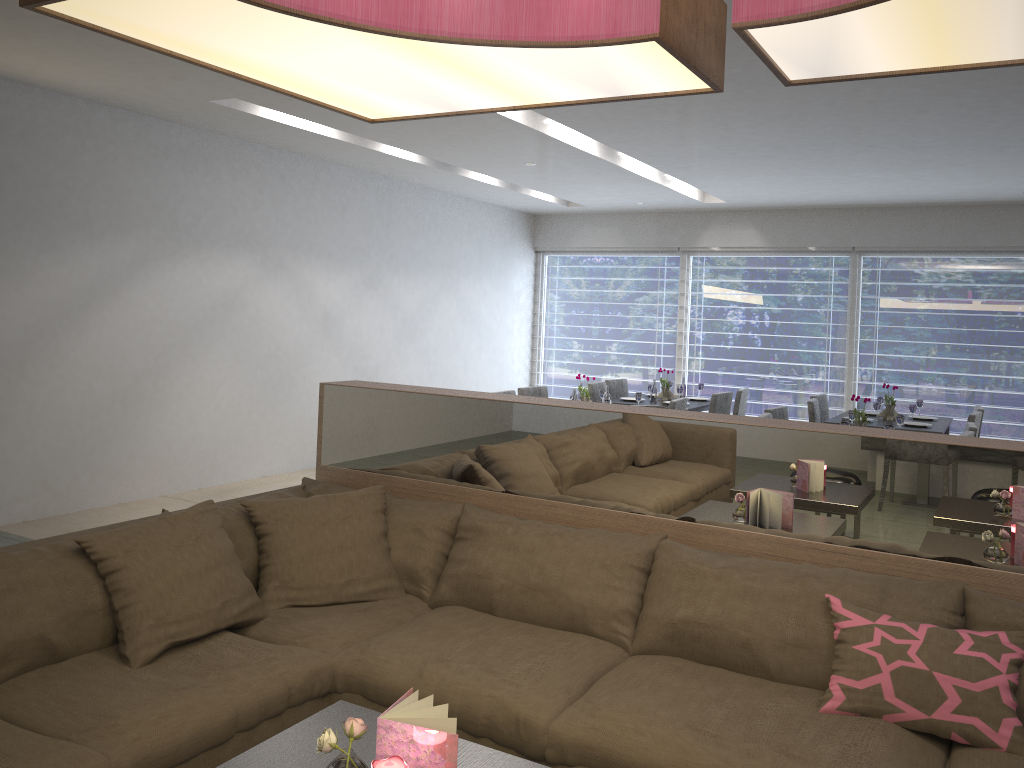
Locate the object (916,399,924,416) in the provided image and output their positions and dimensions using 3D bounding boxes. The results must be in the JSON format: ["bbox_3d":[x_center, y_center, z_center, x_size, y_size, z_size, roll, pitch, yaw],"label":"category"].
[{"bbox_3d":[3.243,0.194,7.034,0.053,0.139,0.053,2,0,-19],"label":"object"}]

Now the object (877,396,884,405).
[{"bbox_3d":[2.989,0.172,7.178,0.053,0.139,0.053,2,0,-13],"label":"object"}]

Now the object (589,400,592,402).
[{"bbox_3d":[0.543,0.150,6.395,0.203,0.100,0.070,2,1,-1],"label":"object"}]

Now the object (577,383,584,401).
[{"bbox_3d":[0.504,0.090,6.506,0.052,0.201,0.052,2,0,-18],"label":"object"}]

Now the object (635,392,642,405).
[{"bbox_3d":[0.944,0.131,6.597,0.053,0.139,0.053,2,0,-13],"label":"object"}]

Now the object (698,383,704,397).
[{"bbox_3d":[1.690,0.062,7.913,0.053,0.139,0.053,2,0,-13],"label":"object"}]

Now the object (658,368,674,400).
[{"bbox_3d":[1.320,-0.001,7.628,0.104,0.276,0.154,3,1,27],"label":"object"}]

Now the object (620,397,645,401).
[{"bbox_3d":[1.014,0.131,7.448,0.217,0.015,0.217,3,4,7],"label":"object"}]

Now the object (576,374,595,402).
[{"bbox_3d":[0.519,0.065,6.337,0.104,0.276,0.154,3,1,27],"label":"object"}]

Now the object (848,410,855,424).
[{"bbox_3d":[2.253,0.243,5.856,0.053,0.139,0.053,2,0,-13],"label":"object"}]

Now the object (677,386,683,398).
[{"bbox_3d":[1.406,0.088,7.410,0.053,0.139,0.053,2,0,-13],"label":"object"}]

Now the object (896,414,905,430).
[{"bbox_3d":[2.507,0.264,5.712,0.053,0.139,0.053,2,0,-13],"label":"object"}]

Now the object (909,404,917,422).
[{"bbox_3d":[2.959,0.220,6.531,0.053,0.139,0.053,2,0,-19],"label":"object"}]

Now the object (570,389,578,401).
[{"bbox_3d":[0.409,0.134,5.881,0.052,0.201,0.052,2,0,-18],"label":"object"}]

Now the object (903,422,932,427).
[{"bbox_3d":[2.911,0.292,6.375,0.217,0.015,0.217,5,5,29],"label":"object"}]

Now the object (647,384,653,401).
[{"bbox_3d":[1.174,0.073,7.487,0.053,0.139,0.053,2,0,-13],"label":"object"}]

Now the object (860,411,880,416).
[{"bbox_3d":[2.863,0.237,7.074,0.217,0.015,0.217,5,5,29],"label":"object"}]

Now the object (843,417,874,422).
[{"bbox_3d":[2.576,0.264,6.565,0.217,0.015,0.217,5,5,29],"label":"object"}]

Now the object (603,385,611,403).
[{"bbox_3d":[0.684,0.109,6.366,0.052,0.201,0.052,2,0,-18],"label":"object"}]

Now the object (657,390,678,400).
[{"bbox_3d":[1.344,0.084,7.686,0.203,0.100,0.070,2,1,-1],"label":"object"}]

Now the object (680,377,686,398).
[{"bbox_3d":[1.486,0.041,7.681,0.052,0.201,0.052,2,0,-6],"label":"object"}]

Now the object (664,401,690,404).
[{"bbox_3d":[1.349,0.159,7.258,0.217,0.015,0.217,3,4,7],"label":"object"}]

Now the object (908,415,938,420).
[{"bbox_3d":[3.199,0.265,6.884,0.217,0.015,0.217,5,5,29],"label":"object"}]

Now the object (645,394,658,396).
[{"bbox_3d":[1.302,0.104,7.958,0.217,0.015,0.217,3,4,7],"label":"object"}]

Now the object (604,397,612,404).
[{"bbox_3d":[0.660,0.158,6.094,0.053,0.139,0.053,2,0,-13],"label":"object"}]

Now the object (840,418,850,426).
[{"bbox_3d":[1.991,0.276,5.286,0.053,0.139,0.053,2,0,-13],"label":"object"}]

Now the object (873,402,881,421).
[{"bbox_3d":[2.727,0.205,6.608,0.053,0.139,0.053,2,0,-13],"label":"object"}]

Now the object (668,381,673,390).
[{"bbox_3d":[1.437,0.040,8.057,0.053,0.139,0.053,2,0,-13],"label":"object"}]

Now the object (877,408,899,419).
[{"bbox_3d":[2.905,0.217,6.802,0.203,0.100,0.070,2,1,-1],"label":"object"}]

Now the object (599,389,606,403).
[{"bbox_3d":[0.690,0.110,6.740,0.053,0.139,0.053,2,0,-13],"label":"object"}]

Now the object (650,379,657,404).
[{"bbox_3d":[1.155,0.064,7.201,0.052,0.201,0.052,2,0,-6],"label":"object"}]

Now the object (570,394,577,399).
[{"bbox_3d":[0.428,0.143,6.170,0.053,0.139,0.053,2,0,-13],"label":"object"}]

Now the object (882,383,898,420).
[{"bbox_3d":[2.881,0.132,6.744,0.104,0.276,0.154,3,1,27],"label":"object"}]

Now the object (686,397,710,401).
[{"bbox_3d":[1.637,0.132,7.768,0.217,0.015,0.217,3,4,7],"label":"object"}]
